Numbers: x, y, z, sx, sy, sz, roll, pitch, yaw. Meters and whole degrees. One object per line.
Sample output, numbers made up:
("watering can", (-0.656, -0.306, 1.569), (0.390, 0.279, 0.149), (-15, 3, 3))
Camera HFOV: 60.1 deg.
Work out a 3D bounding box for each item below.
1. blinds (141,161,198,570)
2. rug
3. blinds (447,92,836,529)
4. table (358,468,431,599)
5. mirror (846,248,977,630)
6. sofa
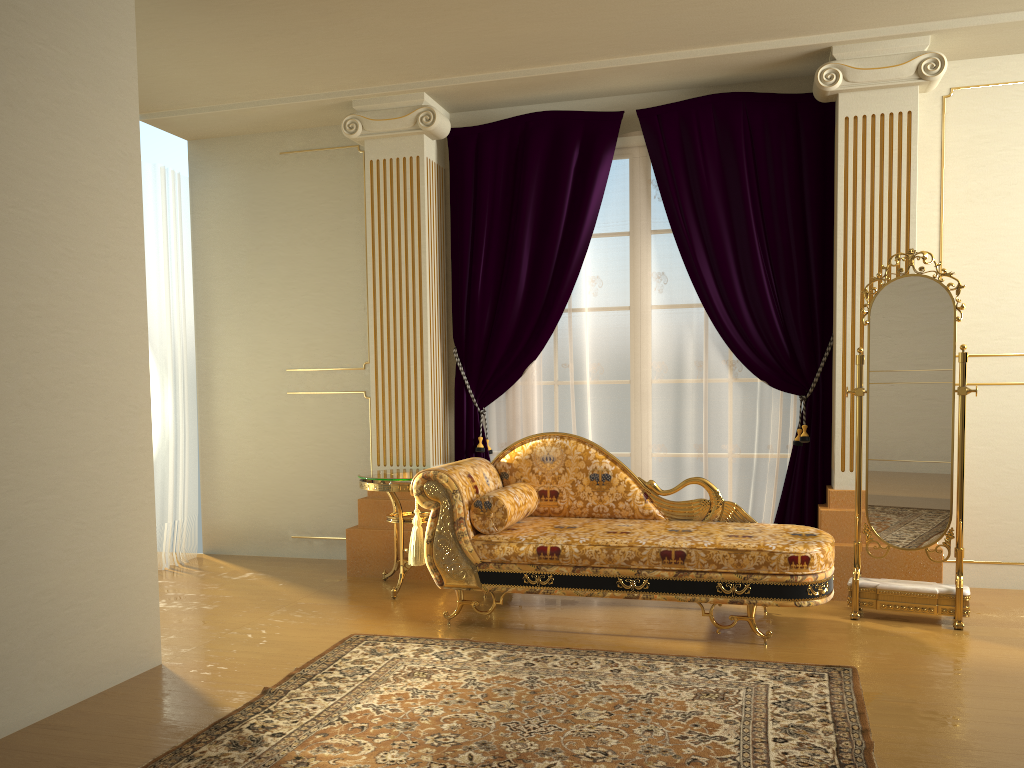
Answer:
("blinds", (-2.358, -0.098, 4.825), (0.164, 2.515, 2.159), (0, 2, 18))
("rug", (-0.115, 1.101, 2.218), (2.117, 0.017, 3.071), (-1, 0, 16))
("blinds", (0.689, -0.214, 5.014), (2.235, 2.663, 0.338), (0, 4, 17))
("table", (-0.548, 0.808, 4.850), (0.570, 0.645, 0.570), (-2, 2, -29))
("mirror", (1.813, 0.240, 4.038), (0.541, 1.706, 0.242), (1, 4, 26))
("sofa", (0.504, 0.673, 4.128), (1.893, 0.874, 0.691), (-1, 2, 16))
